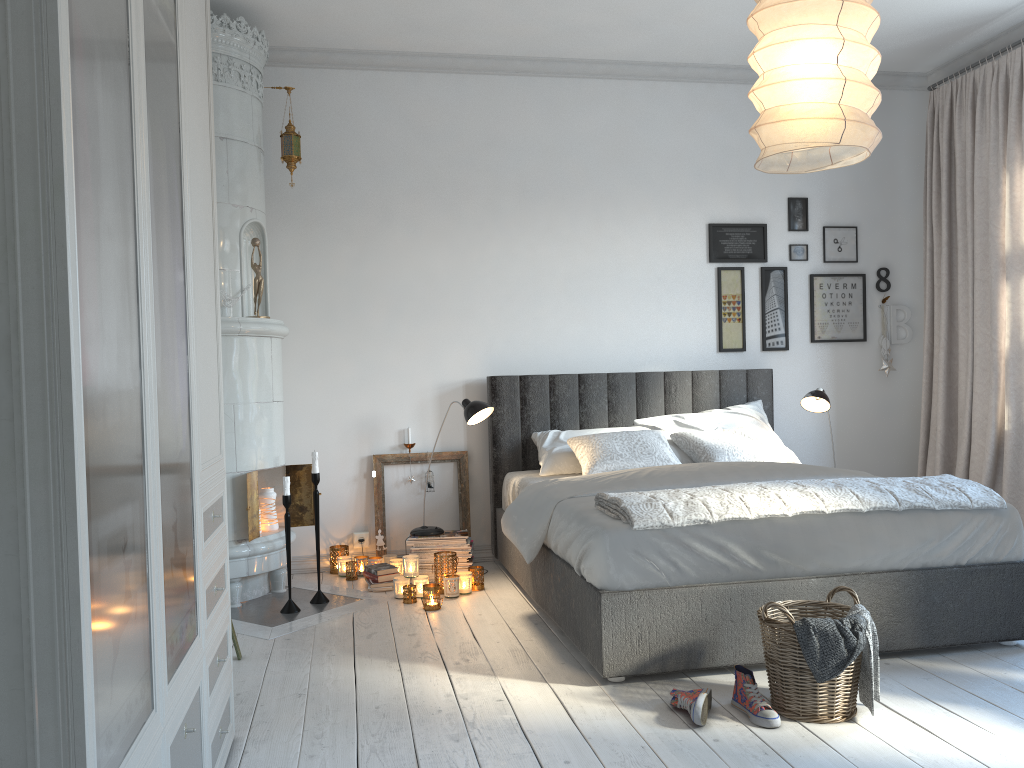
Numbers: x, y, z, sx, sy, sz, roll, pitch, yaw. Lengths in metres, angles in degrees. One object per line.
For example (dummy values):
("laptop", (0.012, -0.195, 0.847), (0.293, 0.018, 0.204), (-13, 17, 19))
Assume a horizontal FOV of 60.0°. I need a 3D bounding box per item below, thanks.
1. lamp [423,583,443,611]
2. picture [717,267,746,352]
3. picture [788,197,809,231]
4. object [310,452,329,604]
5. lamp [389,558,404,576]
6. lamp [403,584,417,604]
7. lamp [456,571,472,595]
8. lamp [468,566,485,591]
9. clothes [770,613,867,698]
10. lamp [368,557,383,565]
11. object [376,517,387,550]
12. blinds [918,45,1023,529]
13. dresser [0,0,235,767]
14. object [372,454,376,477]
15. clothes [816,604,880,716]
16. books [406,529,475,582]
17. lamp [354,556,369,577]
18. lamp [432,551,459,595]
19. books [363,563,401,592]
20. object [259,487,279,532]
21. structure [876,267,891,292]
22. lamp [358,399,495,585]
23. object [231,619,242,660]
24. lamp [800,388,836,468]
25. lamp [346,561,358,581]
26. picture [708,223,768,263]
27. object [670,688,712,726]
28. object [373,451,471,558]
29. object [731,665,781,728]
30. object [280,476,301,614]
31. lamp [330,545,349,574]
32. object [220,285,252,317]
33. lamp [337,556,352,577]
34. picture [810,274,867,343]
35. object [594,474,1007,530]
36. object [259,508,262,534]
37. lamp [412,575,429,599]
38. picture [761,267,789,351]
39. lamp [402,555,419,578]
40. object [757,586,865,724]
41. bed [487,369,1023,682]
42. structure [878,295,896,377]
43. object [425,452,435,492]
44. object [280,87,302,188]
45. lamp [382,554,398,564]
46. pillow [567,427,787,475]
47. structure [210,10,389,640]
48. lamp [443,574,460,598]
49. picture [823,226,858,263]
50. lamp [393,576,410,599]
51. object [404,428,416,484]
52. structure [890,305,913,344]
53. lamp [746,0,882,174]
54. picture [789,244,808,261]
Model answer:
("lamp", (-0.362, 0.961, 4.001), (0.081, 0.106, 0.081), (-2, 1, -34))
("picture", (1.311, -0.445, 5.291), (0.165, 0.504, 0.020), (-2, 1, -11))
("picture", (1.731, -1.025, 5.362), (0.128, 0.202, 0.011), (-2, 1, -11))
("object", (-0.915, 0.668, 4.167), (0.091, 0.718, 0.091), (-2, 1, -1))
("lamp", (-0.601, 0.969, 4.637), (0.080, 0.098, 0.080), (-2, 1, -39))
("lamp", (-0.475, 0.978, 4.117), (0.067, 0.078, 0.070), (-1, 1, 31))
("lamp", (-0.230, 0.960, 4.277), (0.081, 0.098, 0.080), (-1, 1, 24))
("lamp", (-0.176, 0.954, 4.356), (0.080, 0.107, 0.080), (-2, 1, -38))
("clothes", (0.919, 0.807, 2.628), (0.246, 0.270, 0.297), (-2, 1, -10))
("lamp", (-0.723, 0.972, 4.702), (0.080, 0.098, 0.080), (-2, 1, -39))
("object", (-0.721, 0.802, 4.873), (0.062, 0.220, 0.028), (-2, 1, -16))
("blinds", (2.490, -0.393, 4.826), (0.225, 2.648, 0.831), (-2, 1, -11))
("dresser", (-0.997, -0.056, 1.797), (0.630, 2.164, 1.432), (-2, 1, -11))
("object", (-0.765, 0.451, 4.890), (0.024, 0.127, 0.023), (-2, 1, -27))
("clothes", (0.942, 0.820, 2.670), (0.283, 0.289, 0.235), (-1, 1, 29))
("books", (-0.370, 0.896, 4.644), (0.346, 0.232, 0.245), (-2, 1, -2))
("lamp", (-0.803, 0.974, 4.738), (0.080, 0.098, 0.080), (-2, 1, -39))
("lamp", (-0.321, 0.918, 4.317), (0.117, 0.188, 0.121), (-1, 1, 32))
("books", (-0.651, 0.973, 4.464), (0.175, 0.096, 0.262), (-2, 0, -16))
("object", (-1.201, 0.617, 4.362), (0.098, 0.210, 0.098), (-2, 1, -12))
("structure", (2.289, -0.642, 5.466), (0.096, 0.151, 0.014), (-2, 1, -11))
("lamp", (-0.472, 0.548, 4.611), (0.825, 0.936, 0.450), (-1, 1, 7))
("object", (-1.205, 0.652, 3.090), (0.431, 0.775, 0.671), (-2, 1, -11))
("lamp", (1.872, 0.482, 5.052), (0.800, 0.937, 0.450), (-2, 1, -28))
("lamp", (-0.842, 0.979, 4.640), (0.063, 0.091, 0.073), (-1, 1, 22))
("picture", (1.350, -0.841, 5.291), (0.365, 0.232, 0.020), (-2, 1, -11))
("object", (0.527, 0.955, 2.658), (0.120, 0.084, 0.222), (-1, 0, 18))
("object", (-0.497, 0.698, 4.934), (0.528, 0.630, 0.082), (-2, 1, -11))
("object", (0.731, 0.932, 2.649), (0.083, 0.122, 0.222), (-2, 1, -11))
("object", (-1.011, 0.719, 4.008), (0.091, 0.622, 0.091), (-2, 1, -32))
("lamp", (-0.939, 0.956, 4.831), (0.107, 0.141, 0.108), (-2, 1, -38))
("object", (-1.283, -0.389, 4.101), (0.059, 0.165, 0.196), (-1, 1, 34))
("lamp", (-0.894, 0.976, 4.742), (0.080, 0.098, 0.080), (-2, 1, -39))
("picture", (1.994, -0.463, 5.418), (0.365, 0.415, 0.021), (-2, 1, -11))
("object", (1.049, 0.416, 3.243), (1.460, 0.104, 0.405), (-2, 0, -11))
("object", (-1.253, 0.634, 4.261), (0.093, 0.180, 0.093), (-2, 1, -7))
("lamp", (-0.434, 0.966, 4.223), (0.081, 0.098, 0.080), (-1, 1, 24))
("picture", (1.583, -0.452, 5.341), (0.165, 0.504, 0.020), (-2, 1, -11))
("lamp", (-0.480, 0.869, 4.218), (0.081, 0.098, 0.080), (-1, 1, 33))
("object", (0.909, 0.811, 2.686), (0.319, 0.351, 0.319), (-1, 1, 21))
("bed", (0.903, 0.454, 4.075), (1.888, 1.047, 2.176), (-2, 0, -11))
("structure", (2.292, -0.297, 5.450), (0.134, 0.514, 0.078), (-2, 1, -23))
("object", (-0.458, 0.489, 4.947), (0.062, 0.228, 0.063), (-1, 1, 13))
("object", (-1.129, -1.251, 4.519), (0.117, 0.506, 0.105), (-2, 2, -37))
("lamp", (-0.654, 0.970, 4.759), (0.081, 0.098, 0.080), (-1, 1, 36))
("pillow", (0.853, 0.343, 4.500), (1.146, 0.225, 0.415), (-2, 0, -18))
("structure", (-1.306, -0.298, 4.227), (1.248, 2.837, 0.800), (-1, 1, 34))
("lamp", (-0.286, 0.962, 4.210), (0.081, 0.098, 0.080), (-1, 1, 24))
("picture", (2.007, -0.852, 5.417), (0.225, 0.220, 0.010), (-2, 1, -11))
("lamp", (-0.524, 0.968, 4.212), (0.081, 0.098, 0.080), (-1, 1, 24))
("object", (-0.569, 0.398, 4.941), (0.067, 0.320, 0.067), (-1, 2, 38))
("structure", (2.414, -0.368, 5.498), (0.146, 0.239, 0.024), (-2, 1, -11))
("lamp", (0.794, -1.216, 2.362), (0.338, 1.231, 0.340), (-1, 1, 21))
("picture", (1.736, -0.795, 5.367), (0.119, 0.098, 0.010), (-2, 1, -11))
